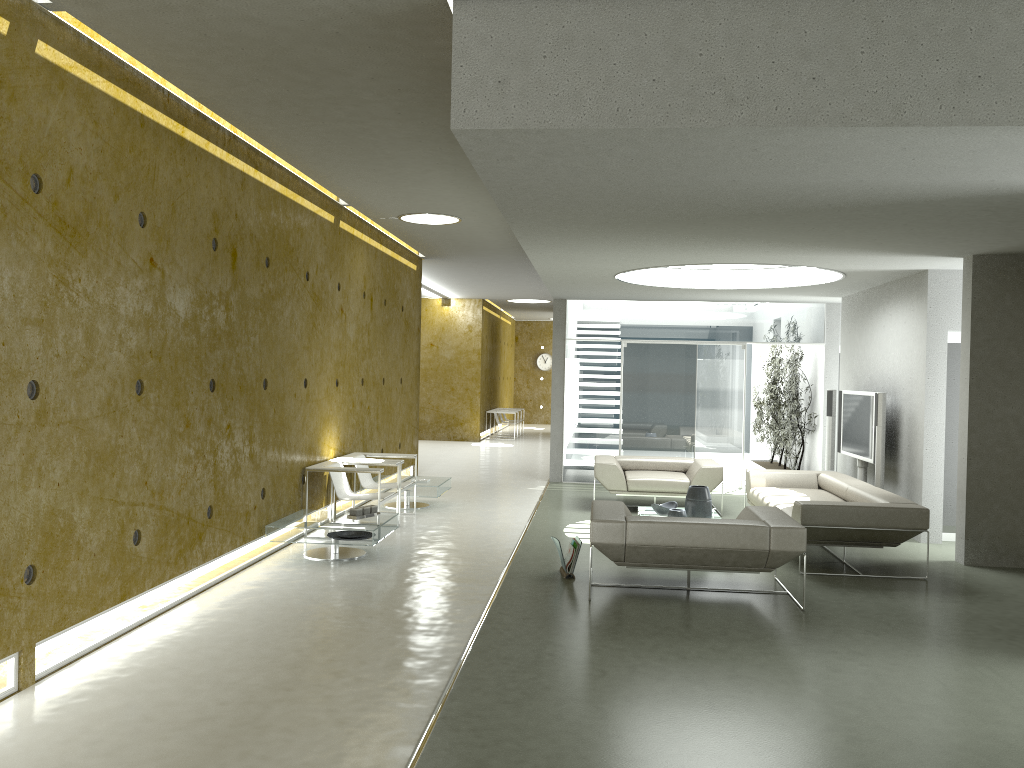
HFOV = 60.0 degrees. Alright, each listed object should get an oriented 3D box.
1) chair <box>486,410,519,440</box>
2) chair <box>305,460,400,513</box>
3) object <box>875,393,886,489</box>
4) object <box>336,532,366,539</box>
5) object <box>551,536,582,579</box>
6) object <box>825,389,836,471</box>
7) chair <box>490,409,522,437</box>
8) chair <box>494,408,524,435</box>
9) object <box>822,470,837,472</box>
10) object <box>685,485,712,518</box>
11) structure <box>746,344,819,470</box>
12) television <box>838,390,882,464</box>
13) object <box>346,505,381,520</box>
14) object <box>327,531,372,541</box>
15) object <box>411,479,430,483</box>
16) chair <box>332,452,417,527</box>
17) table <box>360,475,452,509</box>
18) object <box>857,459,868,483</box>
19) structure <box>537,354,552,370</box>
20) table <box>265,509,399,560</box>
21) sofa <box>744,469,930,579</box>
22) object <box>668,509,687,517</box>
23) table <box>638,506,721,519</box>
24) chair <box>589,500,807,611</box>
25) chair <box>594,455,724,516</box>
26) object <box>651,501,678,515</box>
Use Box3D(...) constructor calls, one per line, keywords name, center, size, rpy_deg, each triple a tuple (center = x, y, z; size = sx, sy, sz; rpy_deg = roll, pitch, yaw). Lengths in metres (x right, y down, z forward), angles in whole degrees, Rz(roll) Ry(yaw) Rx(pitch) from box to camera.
Box3D(name="chair", center=(-0.236, 0.999, 21.663), size=(0.710, 0.667, 0.800), rpy_deg=(1, 1, 6))
Box3D(name="chair", center=(-1.535, 1.115, 8.614), size=(0.710, 0.667, 0.800), rpy_deg=(1, 1, 6))
Box3D(name="object", center=(3.803, 0.825, 9.162), size=(0.310, 1.469, 0.310), rpy_deg=(1, 1, -17))
Box3D(name="object", center=(-1.346, 1.270, 7.413), size=(0.239, 0.027, 0.239), rpy_deg=(2, 1, 23))
Box3D(name="object", center=(0.427, 1.366, 7.031), size=(0.216, 0.288, 0.329), rpy_deg=(1, 1, -4))
Box3D(name="object", center=(4.091, 0.807, 11.383), size=(0.310, 1.469, 0.310), rpy_deg=(2, 1, 33))
Box3D(name="chair", center=(-0.151, 0.991, 22.515), size=(0.710, 0.667, 0.800), rpy_deg=(1, 1, 6))
Box3D(name="chair", center=(-0.066, 0.984, 23.367), size=(0.710, 0.667, 0.800), rpy_deg=(1, 1, 6))
Box3D(name="object", center=(3.929, 1.312, 11.012), size=(0.175, 0.461, 0.185), rpy_deg=(1, 1, 0))
Box3D(name="object", center=(1.842, 1.166, 8.759), size=(0.265, 0.309, 0.265), rpy_deg=(1, 1, -11))
Box3D(name="structure", center=(4.324, 0.218, 14.460), size=(0.646, 2.589, 3.371), rpy_deg=(1, 1, 5))
Box3D(name="television", center=(4.043, 0.474, 10.232), size=(0.127, 0.781, 1.603), rpy_deg=(1, 1, 6))
Box3D(name="object", center=(-1.297, 1.115, 7.766), size=(0.118, 0.097, 0.326), rpy_deg=(2, 1, 31))
Box3D(name="object", center=(-1.346, 1.273, 7.413), size=(0.394, 0.027, 0.394), rpy_deg=(1, 1, -11))
Box3D(name="object", center=(-1.061, 1.126, 10.301), size=(0.197, 0.029, 0.189), rpy_deg=(1, 1, 6))
Box3D(name="chair", center=(-1.450, 1.108, 9.466), size=(0.710, 0.667, 0.800), rpy_deg=(1, 1, 6))
Box3D(name="table", center=(-1.235, 1.285, 10.451), size=(0.900, 0.300, 0.900), rpy_deg=(1, 1, 6))
Box3D(name="object", center=(3.972, 1.208, 10.245), size=(0.323, 0.689, 0.882), rpy_deg=(1, 1, 6))
Box3D(name="structure", center=(1.062, -0.692, 28.135), size=(0.547, 0.539, 0.016), rpy_deg=(1, 1, 6))
Box3D(name="table", center=(-1.517, 1.311, 7.616), size=(0.900, 0.300, 0.900), rpy_deg=(1, 1, 6))
Box3D(name="sofa", center=(2.978, 1.255, 8.557), size=(1.037, 0.585, 2.791), rpy_deg=(1, 1, 6))
Box3D(name="object", center=(1.583, 1.262, 8.500), size=(0.177, 0.113, 0.177), rpy_deg=(1, 1, -14))
Box3D(name="table", center=(1.663, 1.419, 8.693), size=(0.790, 0.200, 1.500), rpy_deg=(1, 1, 6))
Box3D(name="chair", center=(1.327, 1.242, 6.636), size=(1.481, 0.583, 1.039), rpy_deg=(1, 1, 6))
Box3D(name="chair", center=(1.733, 1.206, 10.715), size=(1.481, 0.583, 1.039), rpy_deg=(1, 1, 6))
Box3D(name="object", center=(1.528, 1.251, 8.892), size=(0.223, 0.125, 0.317), rpy_deg=(2, 1, 42))
